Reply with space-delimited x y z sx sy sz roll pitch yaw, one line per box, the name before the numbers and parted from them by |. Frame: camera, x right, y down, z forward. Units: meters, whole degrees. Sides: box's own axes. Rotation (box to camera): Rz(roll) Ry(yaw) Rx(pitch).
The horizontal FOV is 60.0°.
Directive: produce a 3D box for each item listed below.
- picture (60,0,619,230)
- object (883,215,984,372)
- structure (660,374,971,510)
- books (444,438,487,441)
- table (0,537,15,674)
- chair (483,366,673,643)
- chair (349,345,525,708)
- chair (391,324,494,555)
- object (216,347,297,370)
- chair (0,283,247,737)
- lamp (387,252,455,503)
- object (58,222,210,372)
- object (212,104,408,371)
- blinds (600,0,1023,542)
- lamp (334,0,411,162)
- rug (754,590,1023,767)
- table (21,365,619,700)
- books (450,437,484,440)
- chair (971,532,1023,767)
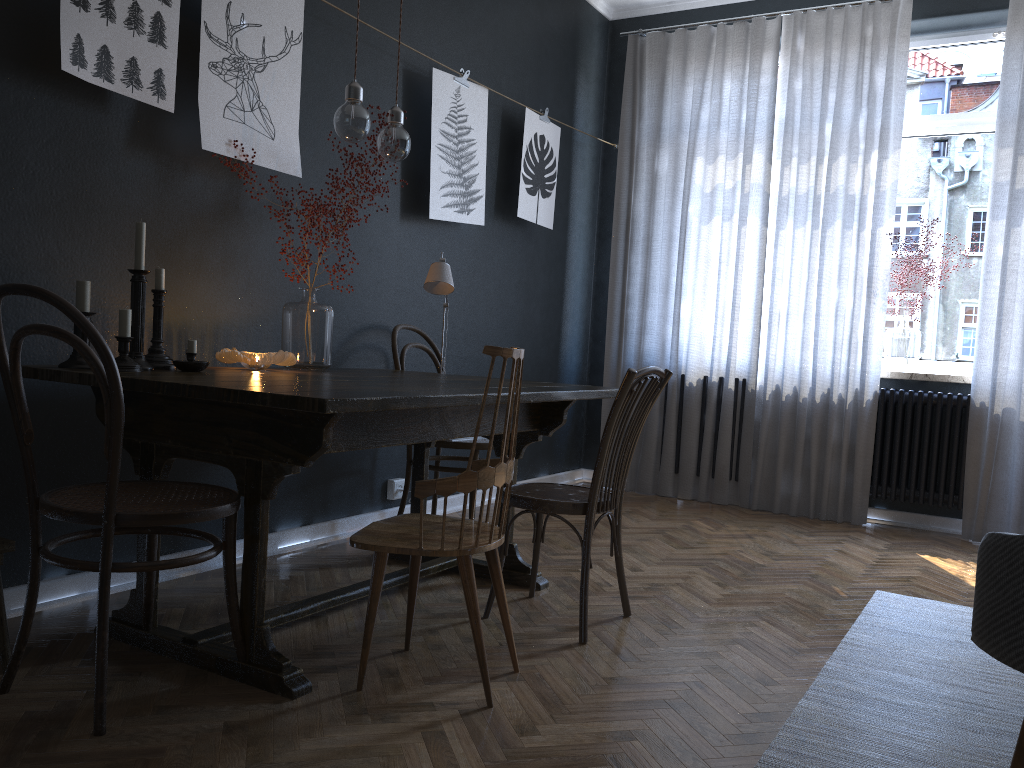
picture | -0.466 -1.124 3.722 0.058 0.772 4.456 5 3 30
object | 2.157 -0.469 4.767 0.514 0.810 0.599 4 3 4
structure | 1.712 0.295 5.012 1.845 0.601 0.215 5 4 30
books | -0.239 0.225 3.794 0.218 0.008 0.304 5 3 37
table | -1.430 0.525 2.058 0.364 0.318 0.369 5 3 30
chair | 0.202 0.338 2.774 0.466 0.820 0.363 5 4 30
chair | -0.172 0.325 2.235 0.383 0.857 0.455 4 3 15
chair | -0.260 0.213 3.833 0.549 0.921 0.437 5 4 27
object | -0.827 -0.081 2.871 0.252 0.072 0.254 5 3 36
chair | -0.896 0.253 2.042 0.437 0.921 0.549 5 4 32
lamp | -0.330 0.015 3.701 0.242 1.070 0.799 2 3 -16
object | -1.030 -0.247 2.449 0.223 0.420 0.368 5 4 31
object | -0.709 -0.516 3.145 0.638 0.931 0.556 3 3 0
blinds | 2.337 -0.606 4.556 3.990 2.791 0.312 5 4 30
lamp | 0.046 -1.458 2.214 0.583 1.576 1.589 2 3 -29
rug | 1.324 0.838 2.275 1.003 0.013 2.010 5 3 30
table | -0.480 0.344 2.776 1.125 0.728 1.604 5 3 30
books | -0.239 0.218 3.792 0.218 0.007 0.305 6 3 42
chair | 1.147 0.455 1.449 0.645 0.812 0.494 4 3 8
